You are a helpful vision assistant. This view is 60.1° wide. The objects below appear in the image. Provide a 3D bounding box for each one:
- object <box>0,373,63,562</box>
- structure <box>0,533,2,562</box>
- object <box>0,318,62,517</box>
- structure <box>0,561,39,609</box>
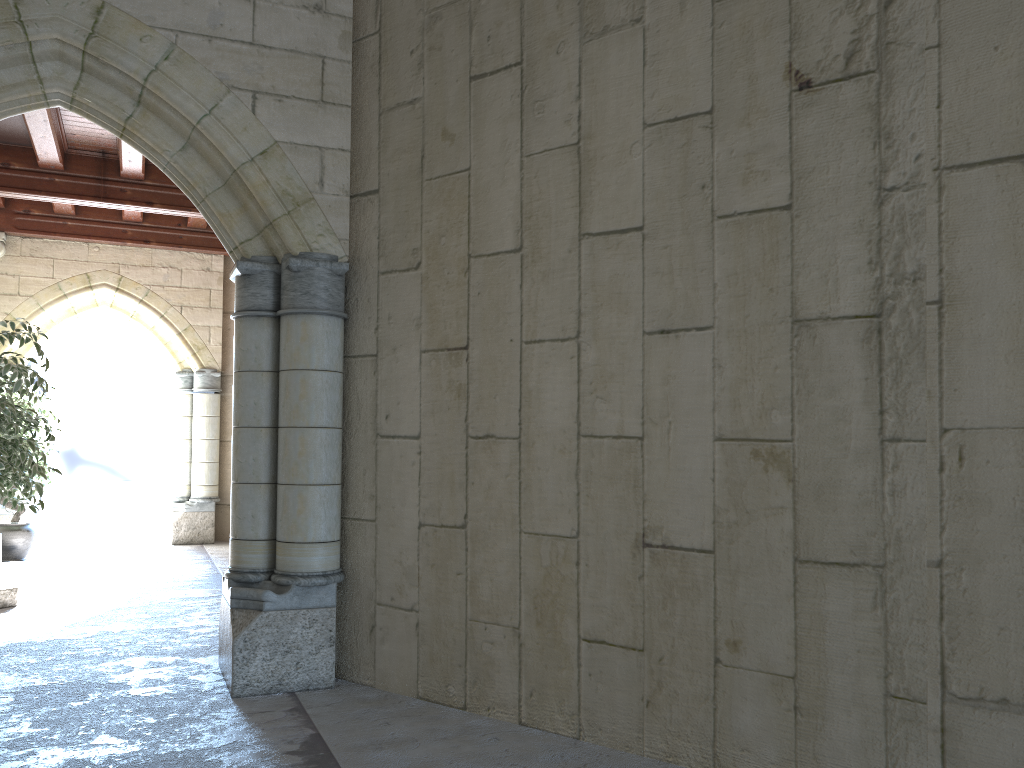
[{"bbox_3d":[-4.220,0.678,7.455,0.787,1.615,0.752,2,-2,-27],"label":"object"},{"bbox_3d":[-4.174,0.772,6.326,0.888,1.259,0.474,2,-2,-23],"label":"structure"},{"bbox_3d":[-2.718,0.468,4.455,0.787,1.615,0.752,0,-2,8],"label":"object"},{"bbox_3d":[-4.413,0.930,5.443,2.574,0.808,1.464,2,-4,-23],"label":"structure"}]
